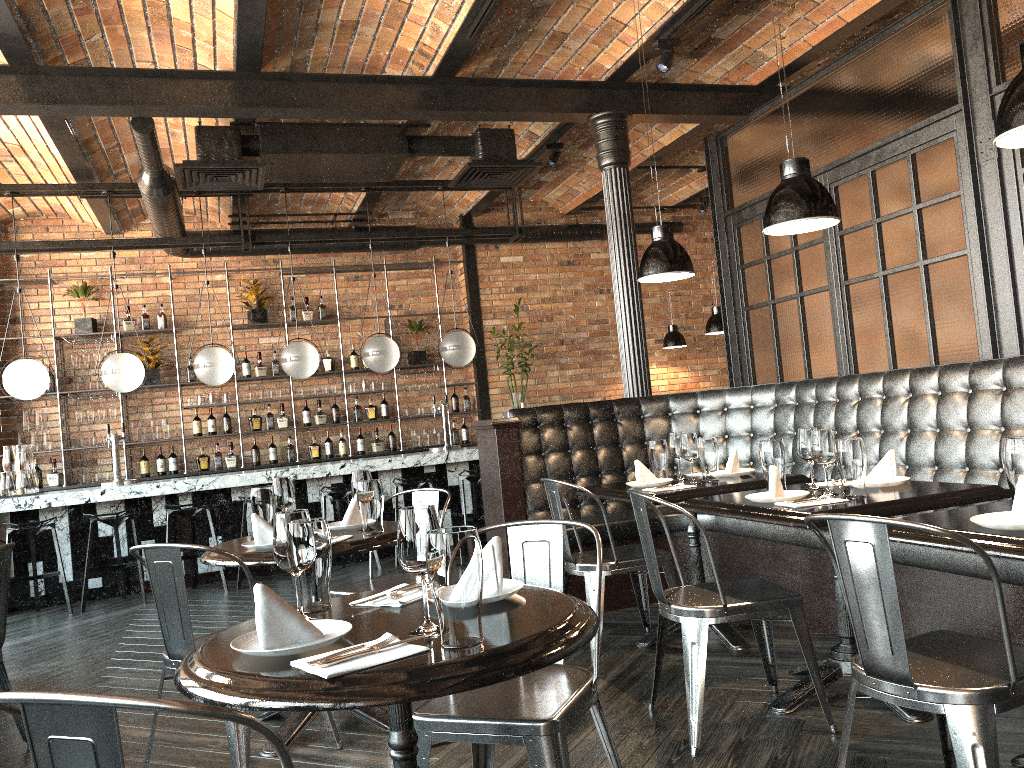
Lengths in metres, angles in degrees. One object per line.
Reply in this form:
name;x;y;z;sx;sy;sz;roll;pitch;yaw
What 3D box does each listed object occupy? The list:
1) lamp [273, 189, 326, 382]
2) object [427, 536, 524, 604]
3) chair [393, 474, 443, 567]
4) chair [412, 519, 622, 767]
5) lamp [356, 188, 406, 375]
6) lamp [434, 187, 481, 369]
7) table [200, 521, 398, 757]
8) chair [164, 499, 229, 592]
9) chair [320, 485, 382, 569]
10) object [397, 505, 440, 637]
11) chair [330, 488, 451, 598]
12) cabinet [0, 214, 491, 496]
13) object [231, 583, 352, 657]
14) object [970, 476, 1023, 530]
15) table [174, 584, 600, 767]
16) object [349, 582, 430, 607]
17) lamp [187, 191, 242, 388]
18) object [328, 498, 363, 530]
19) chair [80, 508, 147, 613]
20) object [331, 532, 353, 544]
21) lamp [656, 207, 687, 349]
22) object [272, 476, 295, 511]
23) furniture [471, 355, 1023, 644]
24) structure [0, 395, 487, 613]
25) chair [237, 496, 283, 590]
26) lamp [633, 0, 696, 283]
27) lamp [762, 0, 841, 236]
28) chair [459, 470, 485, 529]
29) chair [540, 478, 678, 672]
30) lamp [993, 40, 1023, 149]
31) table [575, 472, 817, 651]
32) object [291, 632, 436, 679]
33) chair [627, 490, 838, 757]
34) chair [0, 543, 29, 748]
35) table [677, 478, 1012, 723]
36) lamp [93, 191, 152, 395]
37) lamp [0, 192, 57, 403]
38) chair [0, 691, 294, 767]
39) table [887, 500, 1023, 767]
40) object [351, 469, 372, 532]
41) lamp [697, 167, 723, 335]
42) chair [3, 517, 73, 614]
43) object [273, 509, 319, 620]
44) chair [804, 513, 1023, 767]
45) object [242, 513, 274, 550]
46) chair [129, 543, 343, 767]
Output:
lamp;-1.967;-0.895;7.977;0.340;1.754;0.340;-7;-2;28
object;-0.092;0.425;2.026;0.232;0.139;0.232;-7;-2;27
chair;-0.826;1.156;7.687;0.475;0.737;0.414;-5;-2;-13
chair;0.006;0.820;2.314;0.504;0.857;0.558;-6;-2;22
lamp;-1.273;-0.954;8.205;0.340;1.754;0.340;-7;-2;28
lamp;-0.579;-1.013;8.432;0.340;1.754;0.340;-7;-2;28
table;-0.779;0.994;3.601;0.866;0.758;0.866;-7;-3;35
chair;-2.569;1.304;7.114;0.475;0.737;0.414;-5;-2;-23
chair;-1.412;1.206;7.494;0.475;0.737;0.414;-5;-2;-23
object;-0.176;0.364;1.741;0.092;0.244;0.092;-5;-2;-21
chair;-0.539;0.937;4.067;0.504;0.857;0.558;-7;-3;37
cabinet;-3.629;0.018;9.226;7.075;3.779;0.564;-5;-2;-18
object;-0.435;0.448;1.741;0.232;0.139;0.232;-5;-2;-22
object;1.301;0.299;2.277;0.232;0.139;0.232;-6;-2;15
table;-0.217;0.876;1.858;0.866;0.758;0.866;-7;-3;35
object;-0.276;0.501;2.108;0.157;0.019;0.255;-7;-2;32
lamp;-2.661;-0.836;7.749;0.340;1.754;0.340;-7;-2;28
object;-0.691;0.546;3.775;0.232;0.139;0.232;-7;-3;42
chair;-3.103;1.350;6.939;0.475;0.737;0.414;-5;-2;-13
object;-0.704;0.588;3.373;0.157;0.019;0.255;-6;-2;12
lamp;1.826;-1.251;10.415;0.291;1.653;0.291;-4;-3;-43
object;-0.946;0.509;3.688;0.092;0.244;0.092;-5;-2;-19
furniture;1.552;0.535;3.478;1.979;1.212;5.451;-5;-2;-18
structure;-1.880;0.941;8.528;5.346;1.430;1.930;-5;-2;-18
chair;-2.019;1.258;7.295;0.475;0.737;0.414;-5;-2;-8
lamp;0.701;-1.356;4.505;0.291;1.653;0.291;-7;-2;27
lamp;1.039;-1.427;3.458;0.291;1.653;0.291;-7;-2;27
chair;-0.273;1.109;7.868;0.475;0.737;0.414;-5;-2;-23
chair;0.469;0.845;4.224;0.558;0.857;0.504;-5;-2;-18
lamp;1.377;-1.498;2.411;0.291;1.653;0.291;-7;-2;27
table;0.914;0.858;4.399;0.872;0.758;0.872;-5;-2;-18
object;-0.257;0.481;1.604;0.255;0.019;0.157;-4;-3;-38
chair;0.744;0.780;3.179;0.558;0.857;0.504;-5;-2;-8
chair;-2.186;1.071;3.367;0.558;0.857;0.504;-5;-2;-13
table;1.252;0.788;3.351;0.872;0.758;0.872;-5;-2;-18
lamp;-3.355;-0.777;7.521;0.340;1.754;0.340;-7;-2;28
lamp;-4.049;-0.718;7.293;0.340;1.754;0.340;-7;-2;28
chair;-0.453;0.832;1.407;0.504;0.857;0.558;-6;-2;22
table;1.586;0.718;2.315;0.872;0.758;0.872;-5;-2;-18
object;-0.603;0.473;3.607;0.092;0.244;0.092;-5;-2;-19
lamp;1.971;-1.324;8.785;0.291;1.653;0.291;-7;-2;27
chair;-3.643;1.396;6.762;0.475;0.737;0.414;-4;-2;-28
object;-0.470;0.399;1.935;0.092;0.244;0.092;-7;-3;35
chair;1.076;0.712;2.185;0.558;0.857;0.504;-4;-2;-28
object;-0.916;0.554;3.389;0.232;0.139;0.232;-7;-2;26
chair;-1.001;0.949;3.154;0.504;0.857;0.558;-7;-2;27
